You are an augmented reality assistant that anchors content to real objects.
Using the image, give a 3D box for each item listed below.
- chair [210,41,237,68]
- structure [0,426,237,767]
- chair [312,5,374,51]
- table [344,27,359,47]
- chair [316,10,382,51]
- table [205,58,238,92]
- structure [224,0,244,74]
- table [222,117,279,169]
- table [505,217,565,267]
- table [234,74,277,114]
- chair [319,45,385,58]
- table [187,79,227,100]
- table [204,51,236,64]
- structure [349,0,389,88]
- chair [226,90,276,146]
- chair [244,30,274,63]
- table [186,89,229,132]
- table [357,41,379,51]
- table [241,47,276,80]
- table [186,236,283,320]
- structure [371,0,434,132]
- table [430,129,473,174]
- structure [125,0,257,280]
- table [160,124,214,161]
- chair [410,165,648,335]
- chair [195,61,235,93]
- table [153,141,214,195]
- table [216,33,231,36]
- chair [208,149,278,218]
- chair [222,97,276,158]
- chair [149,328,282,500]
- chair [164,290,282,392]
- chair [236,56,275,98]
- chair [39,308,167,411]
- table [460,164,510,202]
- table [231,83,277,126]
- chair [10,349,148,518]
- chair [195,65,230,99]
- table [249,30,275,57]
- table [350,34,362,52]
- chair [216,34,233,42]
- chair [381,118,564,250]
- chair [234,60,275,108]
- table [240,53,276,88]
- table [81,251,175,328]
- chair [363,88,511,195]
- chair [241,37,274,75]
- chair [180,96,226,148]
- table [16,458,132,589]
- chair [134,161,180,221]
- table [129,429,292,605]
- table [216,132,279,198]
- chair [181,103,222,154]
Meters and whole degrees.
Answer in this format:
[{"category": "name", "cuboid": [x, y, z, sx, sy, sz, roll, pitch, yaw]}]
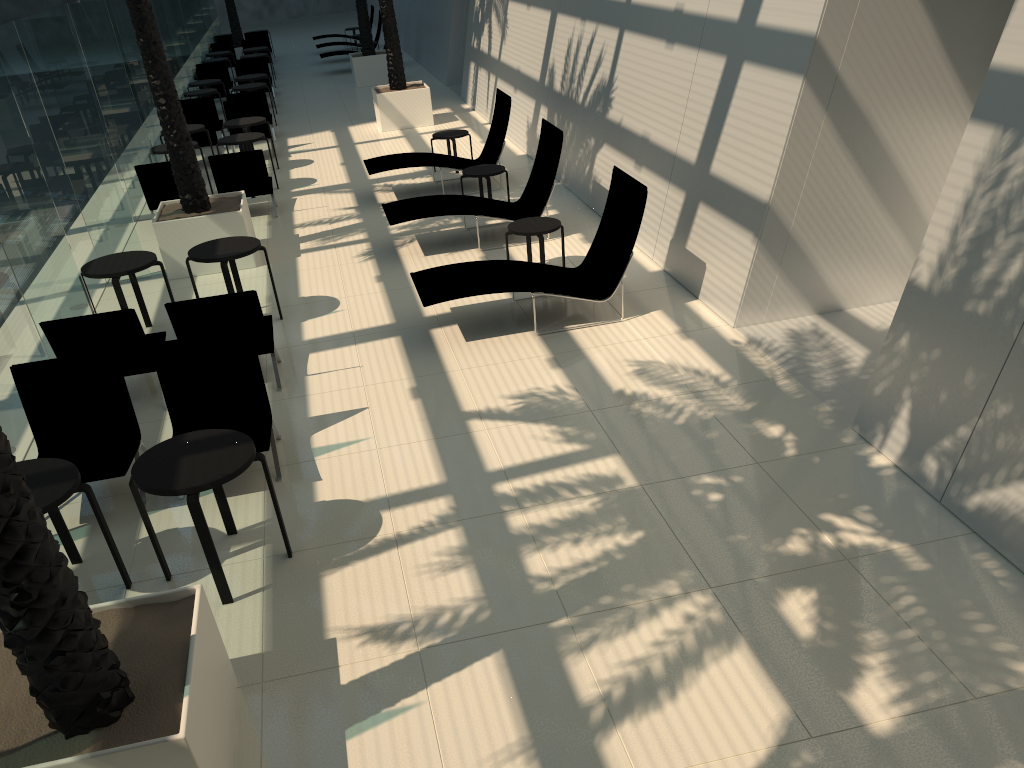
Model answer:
[{"category": "chair", "cuboid": [-8.020, -8.956, 24.242, 0.713, 0.958, 0.822, -11, 31, -9]}, {"category": "structure", "cuboid": [-2.077, -1.248, 1.847, 4.332, 7.563, 4.567, -23, 36, -27]}, {"category": "chair", "cuboid": [-5.351, -11.276, 27.752, 2.027, 1.249, 0.854, -10, 31, -8]}, {"category": "table", "cuboid": [-5.213, -11.522, 28.931, 0.545, 0.558, 0.519, 13, 35, 28]}, {"category": "chair", "cuboid": [-4.780, -10.217, 25.679, 2.027, 1.249, 0.854, -10, 31, -8]}, {"category": "table", "cuboid": [-7.410, -7.752, 22.020, 0.672, 0.842, 0.634, 10, 34, 24]}, {"category": "structure", "cuboid": [-8.124, -12.488, 23.850, 4.824, 7.563, 4.095, -1, 32, 7]}, {"category": "table", "cuboid": [-4.275, -3.872, 14.236, 0.668, 0.842, 0.637, 13, 35, 28]}, {"category": "table", "cuboid": [0.249, -1.407, 9.127, 0.545, 0.558, 0.519, 13, 35, 28]}, {"category": "table", "cuboid": [-5.529, -6.195, 18.785, 0.668, 0.842, 0.637, 13, 35, 28]}, {"category": "chair", "cuboid": [-4.208, -9.158, 23.605, 2.027, 1.249, 0.854, -10, 31, -8]}, {"category": "table", "cuboid": [-6.472, -6.033, 18.654, 0.668, 0.842, 0.637, 13, 35, 28]}, {"category": "table", "cuboid": [-7.760, -8.419, 23.325, 0.668, 0.842, 0.637, 13, 35, 28]}, {"category": "structure", "cuboid": [-3.774, -10.577, 19.718, 4.513, 7.362, 4.063, -23, 36, -26]}, {"category": "chair", "cuboid": [-4.933, -5.103, 16.517, 0.713, 0.958, 0.822, -11, 31, -9]}, {"category": "chair", "cuboid": [-7.794, -10.401, 26.889, 0.713, 0.958, 0.822, -11, 31, -9]}, {"category": "table", "cuboid": [-6.155, -5.428, 17.471, 0.672, 0.842, 0.634, 10, 34, 24]}, {"category": "table", "cuboid": [-4.069, -9.404, 24.784, 0.545, 0.558, 0.519, 13, 35, 28]}, {"category": "table", "cuboid": [-6.817, -8.581, 23.456, 0.668, 0.842, 0.637, 13, 35, 28]}, {"category": "table", "cuboid": [-2.705, -0.947, 8.512, 0.672, 0.842, 0.634, 10, 34, 24]}, {"category": "structure", "cuboid": [-2.243, -8.167, 14.890, 4.258, 7.428, 4.303, 8, 34, 20]}, {"category": "table", "cuboid": [-0.913, -3.559, 13.339, 0.547, 0.558, 0.516, 10, 34, 24]}, {"category": "structure", "cuboid": [-3.863, -4.606, 8.417, 4.774, 7.563, 4.141, -14, 33, -14]}, {"category": "table", "cuboid": [-5.217, -3.710, 14.105, 0.668, 0.842, 0.637, 13, 35, 28]}, {"category": "chair", "cuboid": [0.110, -1.161, 7.949, 2.027, 1.249, 0.854, -10, 31, -8]}, {"category": "chair", "cuboid": [-7.097, -7.277, 20.951, 0.713, 0.958, 0.822, -11, 31, -9]}, {"category": "table", "cuboid": [-4.908, -3.119, 12.950, 0.672, 0.842, 0.634, 10, 34, 24]}, {"category": "table", "cuboid": [-8.987, -10.673, 27.741, 0.665, 0.842, 0.641, 16, 37, 31]}, {"category": "chair", "cuboid": [-3.692, -2.805, 12.016, 0.713, 0.958, 0.822, -11, 31, -9]}, {"category": "chair", "cuboid": [-4.570, -4.402, 15.147, 0.713, 0.958, 0.822, -11, 31, -9]}, {"category": "chair", "cuboid": [-2.063, 0.241, 6.057, 0.713, 0.958, 0.822, -11, 31, -9]}, {"category": "chair", "cuboid": [-2.427, -0.461, 7.428, 0.713, 0.958, 0.822, -11, 31, -9]}, {"category": "chair", "cuboid": [-6.191, -7.432, 21.077, 0.713, 0.958, 0.822, -11, 31, -9]}, {"category": "chair", "cuboid": [-3.333, -0.305, 7.303, 0.713, 0.958, 0.822, -11, 31, -9]}, {"category": "table", "cuboid": [-0.341, -2.500, 11.266, 0.545, 0.558, 0.519, 13, 35, 28]}, {"category": "table", "cuboid": [-5.212, -5.590, 17.602, 0.672, 0.842, 0.634, 10, 34, 24]}, {"category": "chair", "cuboid": [-2.970, 0.396, 5.932, 0.713, 0.958, 0.822, -11, 31, -9]}, {"category": "chair", "cuboid": [-6.731, -6.570, 19.571, 0.713, 0.958, 0.822, -11, 31, -9]}, {"category": "table", "cuboid": [-8.044, -10.835, 27.871, 0.665, 0.842, 0.641, 16, 37, 31]}, {"category": "table", "cuboid": [-4.641, -10.463, 26.857, 0.545, 0.558, 0.519, 13, 35, 28]}, {"category": "chair", "cuboid": [-8.701, -10.245, 26.764, 0.713, 0.958, 0.822, -11, 31, -9]}, {"category": "chair", "cuboid": [-0.480, -2.253, 10.087, 2.027, 1.249, 0.854, -10, 31, -8]}, {"category": "chair", "cuboid": [-5.825, -6.726, 19.696, 0.713, 0.958, 0.822, -11, 31, -9]}, {"category": "table", "cuboid": [-6.467, -7.913, 22.151, 0.672, 0.842, 0.634, 10, 34, 24]}, {"category": "table", "cuboid": [-3.648, -0.785, 8.381, 0.672, 0.842, 0.634, 10, 34, 24]}, {"category": "chair", "cuboid": [-1.051, -3.312, 12.161, 2.027, 1.249, 0.854, -10, 31, -8]}, {"category": "chair", "cuboid": [-7.113, -9.111, 24.367, 0.713, 0.958, 0.822, -11, 31, -9]}, {"category": "chair", "cuboid": [-5.840, -4.948, 16.392, 0.713, 0.958, 0.822, -11, 31, -9]}, {"category": "table", "cuboid": [-2.710, 0.933, 5.015, 0.665, 0.842, 0.641, 16, 37, 31]}, {"category": "chair", "cuboid": [-4.599, -2.649, 11.891, 0.713, 0.958, 0.822, -11, 31, -9]}, {"category": "table", "cuboid": [-1.768, 0.771, 5.146, 0.665, 0.842, 0.641, 16, 37, 31]}, {"category": "table", "cuboid": [-3.965, -3.281, 13.080, 0.672, 0.842, 0.634, 10, 34, 24]}, {"category": "chair", "cuboid": [-5.477, -4.247, 15.022, 0.713, 0.958, 0.822, -11, 31, -9]}]
